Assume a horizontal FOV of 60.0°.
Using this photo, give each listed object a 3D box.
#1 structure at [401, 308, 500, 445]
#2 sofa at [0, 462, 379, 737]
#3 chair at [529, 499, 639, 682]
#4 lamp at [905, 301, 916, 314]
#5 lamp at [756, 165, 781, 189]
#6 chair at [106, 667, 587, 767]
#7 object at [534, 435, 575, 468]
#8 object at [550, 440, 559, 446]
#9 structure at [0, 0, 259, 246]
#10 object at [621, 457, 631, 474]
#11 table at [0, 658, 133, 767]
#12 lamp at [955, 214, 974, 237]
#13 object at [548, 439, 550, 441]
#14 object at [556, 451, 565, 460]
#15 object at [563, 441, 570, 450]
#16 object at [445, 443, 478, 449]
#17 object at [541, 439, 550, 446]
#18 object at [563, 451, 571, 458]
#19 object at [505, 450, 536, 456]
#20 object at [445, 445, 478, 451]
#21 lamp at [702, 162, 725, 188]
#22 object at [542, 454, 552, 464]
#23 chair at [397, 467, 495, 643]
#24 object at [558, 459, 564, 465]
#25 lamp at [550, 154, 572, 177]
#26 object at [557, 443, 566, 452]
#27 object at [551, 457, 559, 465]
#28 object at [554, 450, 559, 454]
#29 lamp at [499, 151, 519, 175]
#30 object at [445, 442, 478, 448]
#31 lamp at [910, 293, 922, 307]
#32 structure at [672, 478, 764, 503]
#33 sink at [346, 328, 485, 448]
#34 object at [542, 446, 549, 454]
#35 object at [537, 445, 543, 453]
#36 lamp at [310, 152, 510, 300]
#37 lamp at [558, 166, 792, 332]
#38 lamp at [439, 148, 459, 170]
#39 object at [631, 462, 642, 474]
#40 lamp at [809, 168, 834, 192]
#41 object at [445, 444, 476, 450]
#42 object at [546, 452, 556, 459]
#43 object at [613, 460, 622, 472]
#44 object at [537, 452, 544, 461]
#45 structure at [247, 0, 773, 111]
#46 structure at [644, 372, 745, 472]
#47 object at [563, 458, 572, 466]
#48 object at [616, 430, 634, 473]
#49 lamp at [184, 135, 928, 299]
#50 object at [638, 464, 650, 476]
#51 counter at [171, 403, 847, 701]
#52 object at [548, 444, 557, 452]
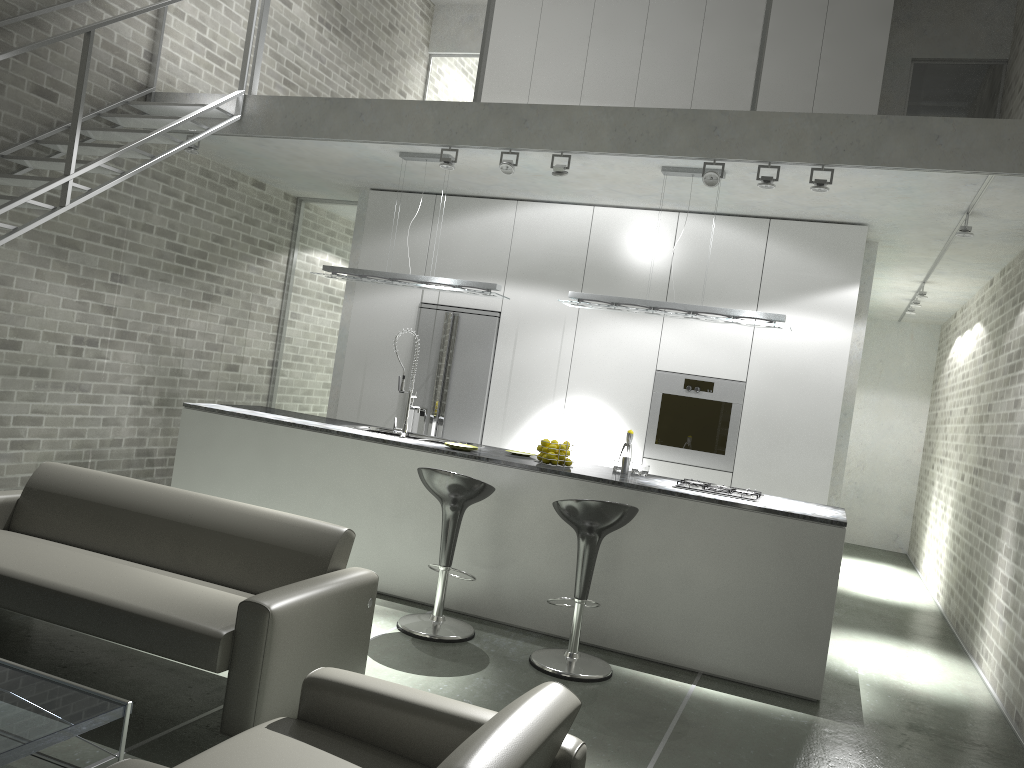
[{"bbox_3d":[-0.588,0.331,7.628,0.743,1.900,0.160,8,0,20],"label":"structure"},{"bbox_3d":[-1.731,0.847,3.903,2.114,0.717,0.902,8,0,20],"label":"sofa"},{"bbox_3d":[0.384,1.050,4.716,0.457,0.931,0.464,8,0,1],"label":"chair"},{"bbox_3d":[4.399,-0.839,9.764,0.109,0.135,0.109,8,0,-28],"label":"lamp"},{"bbox_3d":[1.547,-1.254,5.362,0.109,0.135,0.109,8,0,-22],"label":"lamp"},{"bbox_3d":[-0.388,1.047,2.124,0.910,0.717,0.963,8,0,20],"label":"chair"},{"bbox_3d":[0.274,0.424,5.640,0.189,0.174,0.207,8,0,-25],"label":"object"},{"bbox_3d":[0.271,0.380,5.641,0.051,0.053,0.063,8,0,11],"label":"object"},{"bbox_3d":[-3.325,-1.172,4.766,0.902,4.246,4.345,8,0,20],"label":"structure"},{"bbox_3d":[0.733,0.526,5.728,0.060,0.106,0.060,8,0,14],"label":"object"},{"bbox_3d":[-1.743,1.073,2.616,0.820,0.270,0.800,8,0,20],"label":"table"},{"bbox_3d":[2.992,-1.043,5.847,0.109,0.132,0.109,8,0,-28],"label":"lamp"},{"bbox_3d":[0.218,0.379,5.685,0.052,0.060,0.057,8,0,-2],"label":"object"},{"bbox_3d":[0.305,0.451,5.582,0.061,0.055,0.051,8,0,-11],"label":"object"},{"bbox_3d":[0.346,0.393,5.647,0.050,0.060,0.059,8,0,10],"label":"object"},{"bbox_3d":[-0.326,0.405,5.699,0.217,0.017,0.216,8,0,-37],"label":"object"},{"bbox_3d":[0.212,0.375,5.632,0.053,0.051,0.063,8,0,-33],"label":"object"},{"bbox_3d":[0.344,0.442,5.628,0.061,0.054,0.053,8,0,-34],"label":"object"},{"bbox_3d":[0.060,0.471,5.989,0.217,0.017,0.216,8,0,-45],"label":"object"},{"bbox_3d":[-0.327,0.415,5.699,0.217,0.017,0.216,8,0,-37],"label":"object"},{"bbox_3d":[1.233,-1.291,5.458,0.131,0.154,0.098,8,0,20],"label":"lamp"},{"bbox_3d":[0.224,0.474,5.603,0.064,0.063,0.074,8,0,30],"label":"object"},{"bbox_3d":[-0.367,0.938,5.028,0.457,0.931,0.464,8,0,34],"label":"chair"},{"bbox_3d":[0.307,0.489,5.645,0.061,0.055,0.050,8,0,-34],"label":"object"},{"bbox_3d":[0.319,-1.428,5.823,0.115,0.151,0.115,8,0,-27],"label":"lamp"},{"bbox_3d":[0.313,0.401,5.588,0.051,0.053,0.063,8,0,23],"label":"object"},{"bbox_3d":[0.272,0.482,5.572,0.051,0.053,0.063,8,0,18],"label":"object"},{"bbox_3d":[0.285,0.445,5.605,0.051,0.053,0.062,8,0,18],"label":"object"},{"bbox_3d":[-0.025,-1.479,5.927,0.115,0.151,0.115,8,0,-27],"label":"lamp"},{"bbox_3d":[-0.325,0.400,5.699,0.217,0.017,0.216,8,0,-37],"label":"object"},{"bbox_3d":[4.192,-0.871,9.185,0.109,0.132,0.109,8,0,-28],"label":"lamp"},{"bbox_3d":[1.261,0.639,5.385,0.500,0.038,0.500,8,0,20],"label":"structure"},{"bbox_3d":[-0.655,0.143,6.223,0.987,1.023,0.546,8,0,20],"label":"sink"},{"bbox_3d":[0.220,0.421,5.618,0.062,0.053,0.052,8,0,-18],"label":"object"},{"bbox_3d":[0.187,0.415,5.670,0.053,0.051,0.063,8,0,-21],"label":"object"},{"bbox_3d":[-0.685,-1.186,6.444,1.490,0.964,0.290,8,0,20],"label":"lamp"},{"bbox_3d":[1.115,-0.919,5.783,1.490,0.964,0.290,8,0,20],"label":"lamp"},{"bbox_3d":[-0.436,-1.548,6.086,0.109,0.136,0.109,8,0,-28],"label":"lamp"},{"bbox_3d":[0.824,0.557,5.869,0.064,0.070,0.063,8,0,-32],"label":"object"},{"bbox_3d":[1.833,-1.212,5.257,0.109,0.135,0.109,8,0,-22],"label":"lamp"},{"bbox_3d":[-0.327,0.410,5.699,0.217,0.017,0.216,8,0,-37],"label":"object"},{"bbox_3d":[0.243,0.449,5.549,0.061,0.054,0.052,8,0,-13],"label":"object"},{"bbox_3d":[0.700,0.539,5.836,0.064,0.070,0.063,8,0,-32],"label":"object"},{"bbox_3d":[0.189,0.463,5.652,0.060,0.057,0.052,8,0,12],"label":"object"},{"bbox_3d":[0.682,-2.242,5.730,5.560,0.972,0.070,8,0,20],"label":"structure"},{"bbox_3d":[1.409,0.286,6.885,0.692,0.680,0.036,8,0,20],"label":"structure"},{"bbox_3d":[0.352,0.494,5.606,0.062,0.052,0.053,8,0,-41],"label":"object"},{"bbox_3d":[0.758,0.438,5.737,0.088,0.288,0.101,8,0,-40],"label":"object"},{"bbox_3d":[0.759,-1.373,7.712,6.854,0.136,0.110,8,0,-15],"label":"lamp"},{"bbox_3d":[0.858,0.562,5.783,0.064,0.070,0.063,8,0,28],"label":"object"},{"bbox_3d":[-0.180,0.930,5.892,4.400,0.960,0.900,8,0,20],"label":"counter"},{"bbox_3d":[0.255,0.404,5.575,0.061,0.052,0.053,8,0,23],"label":"object"}]
